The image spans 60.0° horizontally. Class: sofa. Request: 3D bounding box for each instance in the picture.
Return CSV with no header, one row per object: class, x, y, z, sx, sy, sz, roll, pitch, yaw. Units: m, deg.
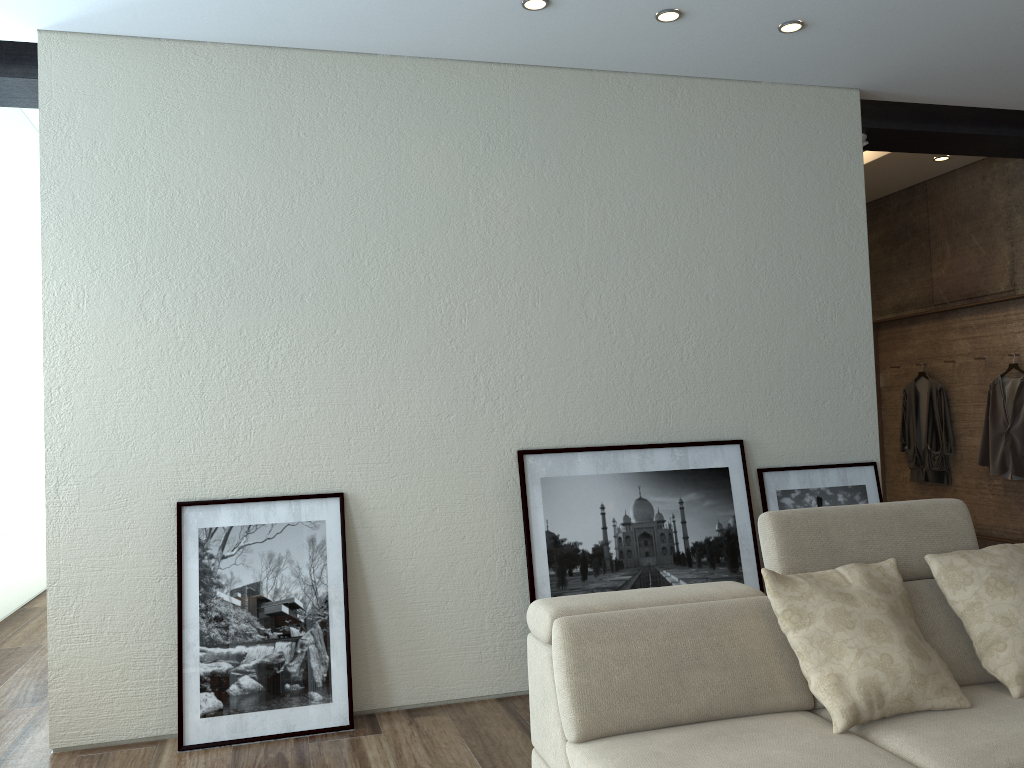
sofa,1.412,0.866,2.765,2.581,0.950,1.021,-2,-2,-15

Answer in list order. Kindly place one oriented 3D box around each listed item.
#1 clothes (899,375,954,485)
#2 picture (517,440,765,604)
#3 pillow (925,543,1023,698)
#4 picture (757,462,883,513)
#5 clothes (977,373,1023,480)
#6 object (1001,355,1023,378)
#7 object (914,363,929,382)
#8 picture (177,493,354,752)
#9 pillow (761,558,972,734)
clothes,3.225,0.359,6.960,0.141,0.855,0.569,-2,-2,-15
picture,0.645,0.861,4.217,1.183,1.140,0.225,-2,-2,-15
pillow,1.648,0.731,2.851,0.534,0.439,0.301,-1,-3,-19
picture,1.629,0.909,4.497,0.700,0.988,0.195,-2,-2,-15
clothes,3.451,0.288,6.093,0.173,0.735,0.700,-1,-3,-17
object,3.453,-0.100,6.103,0.010,0.219,0.430,-2,-2,-15
object,3.227,-0.055,6.975,0.010,0.219,0.430,-2,-2,-15
picture,-1.047,0.982,3.763,0.700,0.988,0.195,-2,-2,-15
pillow,1.050,0.757,2.672,0.519,0.416,0.368,-1,-3,-20
